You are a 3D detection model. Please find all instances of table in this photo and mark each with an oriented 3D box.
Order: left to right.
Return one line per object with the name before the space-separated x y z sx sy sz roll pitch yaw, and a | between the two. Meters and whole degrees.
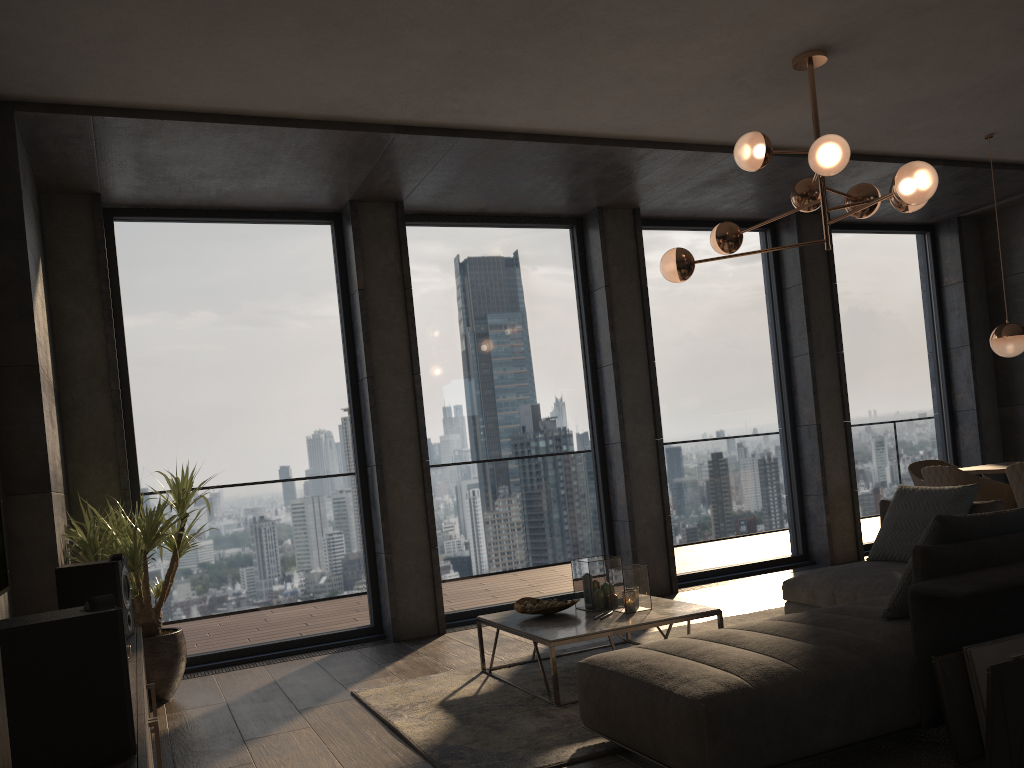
table | 0.428 1.326 4.532 0.928 0.308 0.936 -4 -5 -23
table | 3.676 0.895 5.768 0.766 0.767 1.476 -5 -4 -24

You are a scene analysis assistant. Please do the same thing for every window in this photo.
window | 0.862 0.175 7.050 7.244 2.998 0.200 -4 -1 -23

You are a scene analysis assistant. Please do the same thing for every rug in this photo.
rug | 0.928 1.431 4.478 3.134 0.020 1.741 -3 -6 -23

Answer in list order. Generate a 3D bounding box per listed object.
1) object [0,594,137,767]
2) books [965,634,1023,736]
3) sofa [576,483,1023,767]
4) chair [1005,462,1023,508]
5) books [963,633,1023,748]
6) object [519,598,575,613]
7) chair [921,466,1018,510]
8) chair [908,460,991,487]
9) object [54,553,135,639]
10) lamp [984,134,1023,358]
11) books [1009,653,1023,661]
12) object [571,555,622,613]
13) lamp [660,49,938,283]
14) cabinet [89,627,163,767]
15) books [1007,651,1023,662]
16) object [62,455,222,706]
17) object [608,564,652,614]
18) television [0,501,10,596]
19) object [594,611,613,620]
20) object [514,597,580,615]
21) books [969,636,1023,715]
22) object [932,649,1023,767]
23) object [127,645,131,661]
object | -0.999 0.662 1.961 0.248 0.354 0.199 -4 -2 -38
books | 1.784 1.026 2.991 0.566 0.354 0.068 -4 -1 -23
sofa | 1.597 0.920 3.886 2.902 0.782 2.037 -4 -5 -24
chair | 3.285 0.852 5.241 0.508 0.835 0.558 -5 -2 -29
books | 1.780 1.027 3.006 0.566 0.355 0.063 -4 -1 -23
object | 0.177 1.162 4.593 0.323 0.072 0.279 -2 -6 -34
chair | 3.042 0.928 5.802 0.509 0.835 0.557 -5 -2 -14
chair | 3.315 0.976 6.613 0.554 0.835 0.512 -5 -2 -19
object | -1.744 0.900 3.709 0.248 0.354 0.199 -5 -1 -13
lamp | 3.376 -0.952 6.110 0.238 1.543 0.240 -6 0 -18
books | 1.819 1.012 2.884 0.566 0.355 0.065 -4 -1 -23
object | 0.453 1.048 4.650 0.196 0.260 0.200 -5 -2 -23
lamp | 1.581 -1.159 4.682 1.472 1.037 1.011 -9 -4 43
cabinet | -1.400 1.236 2.798 0.539 0.549 2.424 -5 -5 -24
books | 1.821 1.013 2.898 0.566 0.355 0.065 -4 -1 -23
object | -2.091 1.089 4.846 1.025 1.359 0.952 -6 -2 8
object | 0.598 1.039 4.485 0.149 0.220 0.149 -5 -2 -23
television | -1.710 0.348 2.743 0.057 0.734 1.274 -6 -4 -24
object | 0.460 1.148 4.387 0.046 0.012 0.181 -8 -6 27
object | 0.184 1.160 4.598 0.349 0.084 0.346 -11 -7 44
books | 1.790 1.024 2.973 0.566 0.353 0.079 -4 -1 -23
object | 1.736 1.033 2.916 0.665 0.351 0.217 -4 -2 -23
object | -1.368 0.914 2.826 0.269 0.087 0.577 -4 -6 -23
